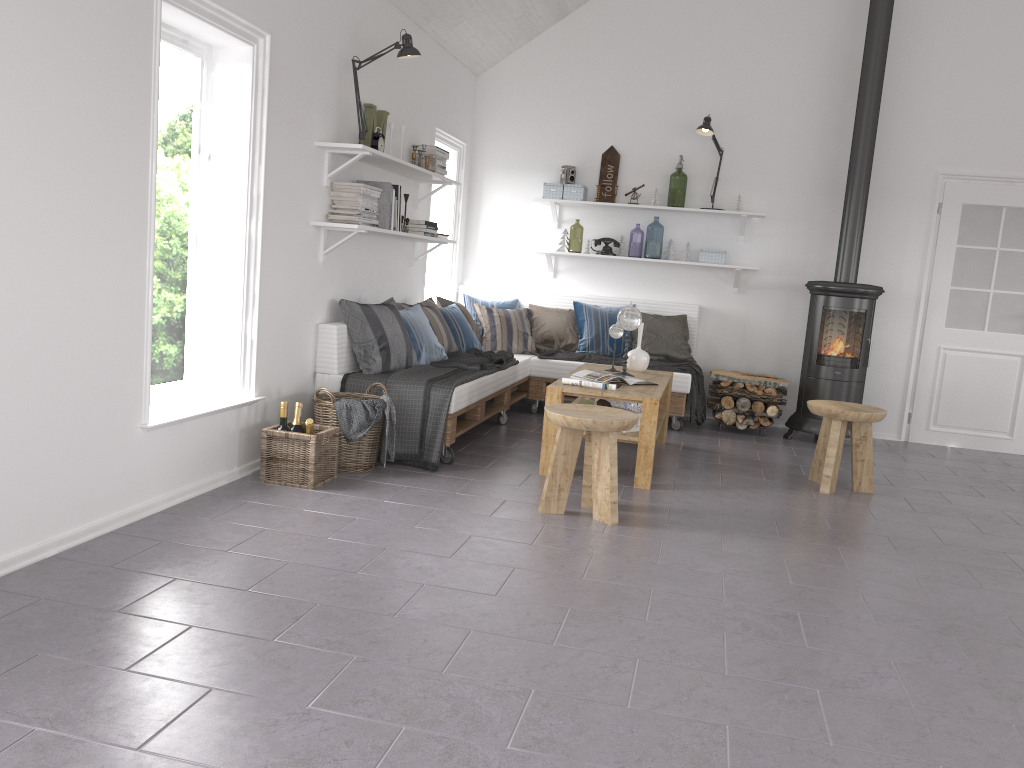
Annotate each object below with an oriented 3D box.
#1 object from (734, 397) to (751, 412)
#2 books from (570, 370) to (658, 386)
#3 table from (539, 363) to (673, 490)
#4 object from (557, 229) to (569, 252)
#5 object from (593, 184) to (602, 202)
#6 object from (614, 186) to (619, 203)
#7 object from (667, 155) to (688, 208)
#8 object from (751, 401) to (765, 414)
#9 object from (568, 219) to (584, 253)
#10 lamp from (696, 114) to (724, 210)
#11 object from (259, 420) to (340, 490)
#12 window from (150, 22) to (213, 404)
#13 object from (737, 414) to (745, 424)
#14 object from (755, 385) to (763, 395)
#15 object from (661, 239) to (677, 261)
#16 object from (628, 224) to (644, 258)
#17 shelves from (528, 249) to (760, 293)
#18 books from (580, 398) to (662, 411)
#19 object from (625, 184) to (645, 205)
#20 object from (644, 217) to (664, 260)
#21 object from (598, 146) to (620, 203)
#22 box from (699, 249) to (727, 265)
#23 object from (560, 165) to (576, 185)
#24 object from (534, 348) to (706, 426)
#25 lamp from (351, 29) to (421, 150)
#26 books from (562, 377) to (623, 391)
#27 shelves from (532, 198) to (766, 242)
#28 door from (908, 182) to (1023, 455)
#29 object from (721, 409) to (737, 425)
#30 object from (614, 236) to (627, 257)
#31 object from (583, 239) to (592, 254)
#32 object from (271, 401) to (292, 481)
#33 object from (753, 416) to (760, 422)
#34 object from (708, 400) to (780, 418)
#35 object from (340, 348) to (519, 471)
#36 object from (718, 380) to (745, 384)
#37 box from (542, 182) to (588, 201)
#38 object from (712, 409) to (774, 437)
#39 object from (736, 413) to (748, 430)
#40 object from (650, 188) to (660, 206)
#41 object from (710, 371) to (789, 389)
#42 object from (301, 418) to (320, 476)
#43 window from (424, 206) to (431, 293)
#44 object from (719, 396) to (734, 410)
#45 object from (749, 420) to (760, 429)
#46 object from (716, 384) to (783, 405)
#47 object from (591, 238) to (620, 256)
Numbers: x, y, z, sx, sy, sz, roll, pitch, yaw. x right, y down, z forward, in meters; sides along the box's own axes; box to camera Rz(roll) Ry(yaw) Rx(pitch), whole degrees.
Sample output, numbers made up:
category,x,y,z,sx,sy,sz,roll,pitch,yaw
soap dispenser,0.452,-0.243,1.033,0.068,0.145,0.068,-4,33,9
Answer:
category,x,y,z,sx,sy,sz,roll,pitch,yaw
object,1.772,0.127,6.846,0.110,0.109,0.463,6,8,10
books,0.601,-0.038,5.201,0.422,0.049,0.300,0,9,-33
table,0.621,0.206,5.412,0.607,0.485,1.457,6,8,12
object,0.432,-1.173,7.231,0.113,0.195,0.107,7,8,19
object,0.696,-1.530,7.129,0.085,0.152,0.085,10,9,36
object,0.831,-1.515,7.118,0.052,0.148,0.052,1,8,-26
object,1.310,-1.593,6.985,0.136,0.415,0.136,-3,11,-44
object,1.871,0.148,6.826,0.102,0.102,0.561,6,8,11
object,0.521,-1.197,7.190,0.111,0.270,0.111,9,9,30
lamp,1.537,-1.694,6.824,0.196,0.703,0.439,10,9,32
object,-1.018,0.342,4.267,0.276,0.270,0.276,6,8,12
window,-1.504,-0.713,3.833,0.117,1.655,0.685,6,8,12
object,1.758,0.238,6.850,0.057,0.050,0.561,6,8,12
object,1.874,0.030,6.766,0.059,0.048,0.529,6,8,12
object,1.268,-1.077,7.102,0.103,0.178,0.097,1,8,-25
object,0.996,-1.145,7.097,0.111,0.270,0.111,9,9,30
shelves,1.036,-0.902,7.132,1.820,0.212,0.269,6,8,12
books,0.693,0.113,5.652,0.445,0.079,0.301,-1,9,-37
object,0.976,-1.511,7.095,0.092,0.172,0.177,2,8,-20
object,1.134,-1.161,7.056,0.137,0.335,0.137,5,8,1
object,0.787,-1.697,7.213,0.154,0.480,0.053,7,8,17
box,1.585,-1.001,7.006,0.202,0.110,0.137,6,8,12
object,0.466,-1.696,7.219,0.121,0.157,0.117,1,9,-28
object,0.797,0.008,6.900,1.449,0.508,0.716,5,8,2
lamp,-0.725,-1.633,4.934,0.439,0.703,0.196,-2,10,-42
books,0.449,-0.009,4.933,0.300,0.043,0.229,7,8,16
shelves,1.070,-1.308,7.078,1.820,0.212,0.269,6,8,12
door,3.606,-0.485,6.734,0.902,2.013,0.101,6,8,12
object,1.697,0.233,6.900,0.118,0.142,0.520,7,8,16
object,0.883,-1.120,7.189,0.127,0.176,0.007,7,8,18
object,0.615,-1.109,7.138,0.072,0.124,0.068,4,8,-3
object,-1.089,0.271,4.208,0.095,0.377,0.095,-2,10,-41
object,1.872,0.239,6.823,0.046,0.033,0.425,6,8,12
object,1.775,0.198,6.799,0.539,0.070,0.101,7,8,13
object,-0.447,0.068,5.584,0.685,0.533,1.892,6,8,11
object,1.865,0.029,6.983,0.483,0.097,0.123,7,8,14
box,0.437,-1.555,7.238,0.332,0.131,0.242,6,8,12
object,1.782,0.293,6.884,0.456,0.118,0.478,6,8,12
object,1.776,0.278,6.863,0.095,0.063,0.562,7,8,13
object,1.134,-1.475,7.011,0.075,0.147,0.075,2,8,-21
object,1.779,-0.032,6.659,0.571,0.079,0.115,7,8,13
object,-0.962,0.306,4.230,0.095,0.332,0.284,4,8,-9
window,-0.802,-1.081,7.041,0.052,1.655,0.685,6,8,12
object,1.666,0.113,6.893,0.103,0.107,0.516,6,8,11
object,1.878,0.281,6.858,0.096,0.067,0.467,6,8,12
object,1.774,0.079,6.644,0.480,0.104,0.126,7,8,14
object,0.753,-1.112,7.174,0.203,0.146,0.171,10,9,36
